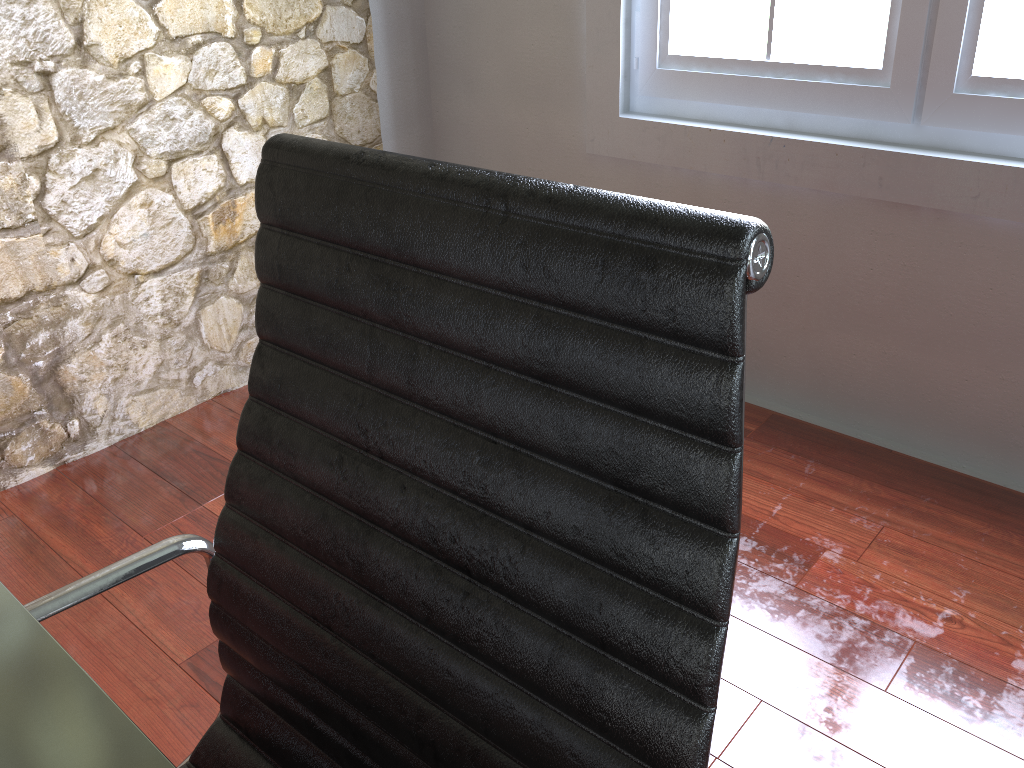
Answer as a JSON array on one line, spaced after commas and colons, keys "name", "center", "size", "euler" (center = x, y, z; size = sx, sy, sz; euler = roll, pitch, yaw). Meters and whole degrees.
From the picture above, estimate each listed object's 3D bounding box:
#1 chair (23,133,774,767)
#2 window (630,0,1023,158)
[{"name": "chair", "center": [-0.175, 0.422, 0.593], "size": [0.707, 1.001, 0.672], "euler": [-25, 34, -38]}, {"name": "window", "center": [0.853, -1.402, 1.546], "size": [1.541, 1.942, 0.129], "euler": [20, 34, 38]}]
